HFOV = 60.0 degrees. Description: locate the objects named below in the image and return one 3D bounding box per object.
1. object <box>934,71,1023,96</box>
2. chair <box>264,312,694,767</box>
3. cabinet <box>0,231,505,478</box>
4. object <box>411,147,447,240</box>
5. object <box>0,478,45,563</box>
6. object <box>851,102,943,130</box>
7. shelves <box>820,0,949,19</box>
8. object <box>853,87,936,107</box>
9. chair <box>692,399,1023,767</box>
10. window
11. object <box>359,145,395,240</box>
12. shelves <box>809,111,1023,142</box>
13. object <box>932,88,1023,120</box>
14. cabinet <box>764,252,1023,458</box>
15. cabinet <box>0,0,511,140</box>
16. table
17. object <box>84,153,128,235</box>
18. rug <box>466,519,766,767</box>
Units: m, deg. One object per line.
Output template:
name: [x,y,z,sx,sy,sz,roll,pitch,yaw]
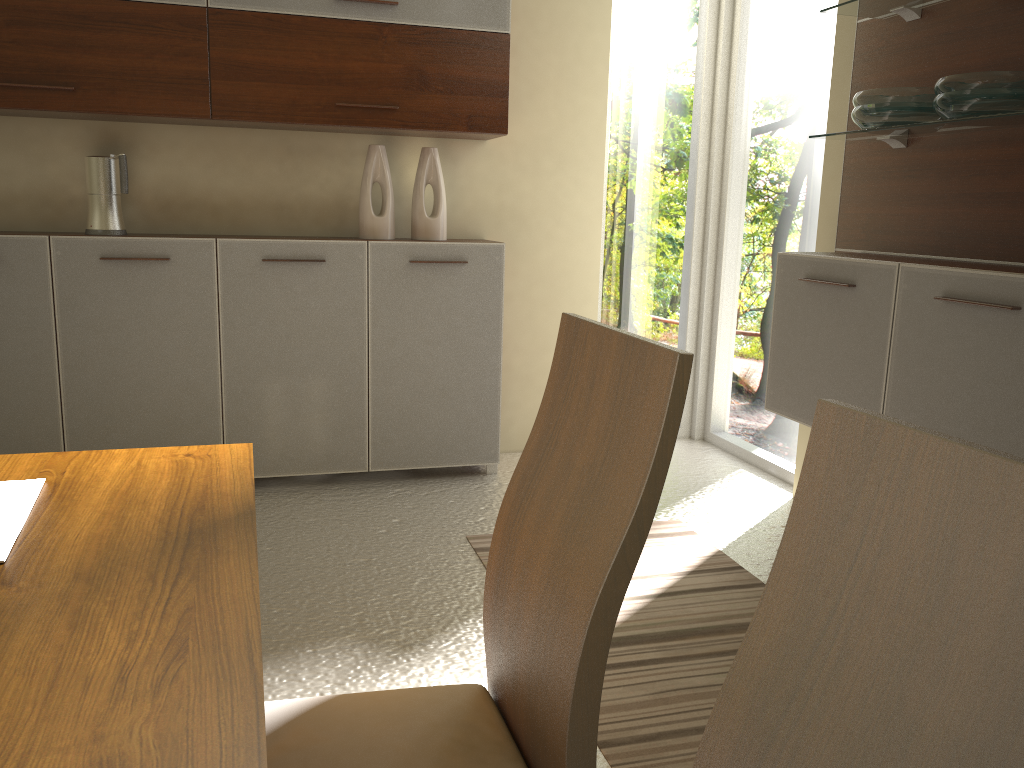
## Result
object: [1.317,-0.804,2.437,0.288,0.068,0.288,8,13,31]
chair: [-0.119,0.439,1.105,0.507,1.017,0.404,-2,12,-17]
cabinet: [-1.194,-0.092,3.648,2.318,1.018,0.372,-2,12,-17]
object: [-0.353,-0.809,3.781,0.153,0.384,0.153,5,12,16]
object: [-0.839,0.162,0.929,0.589,0.010,0.287,-2,12,-20]
object: [1.212,-0.829,2.770,0.288,0.068,0.288,8,13,31]
shelves: [1.511,-1.020,1.866,0.255,0.008,2.463,-2,12,-17]
object: [1.213,-0.871,2.762,0.288,0.068,0.288,8,13,31]
chair: [0.062,0.553,0.554,0.507,1.017,0.404,-2,12,-19]
window: [-1.184,-0.672,1.486,6.429,3.000,4.466,-2,12,-19]
object: [-0.566,-0.802,3.718,0.153,0.384,0.153,5,12,16]
shelves: [1.499,-0.620,1.945,0.255,0.008,2.463,-2,12,-17]
object: [1.316,-0.762,2.445,0.288,0.068,0.288,8,13,31]
cabinet: [1.425,0.047,2.058,0.372,0.570,2.463,-2,12,-17]
cabinet: [-1.158,-1.407,3.388,2.318,0.789,0.372,-2,12,-17]
table: [-0.690,0.629,0.647,1.000,0.790,1.411,-2,12,-17]
object: [-1.558,-0.731,3.419,0.181,0.305,0.150,0,11,-10]
rug: [0.459,0.689,2.538,0.842,0.007,1.613,-2,12,-16]
